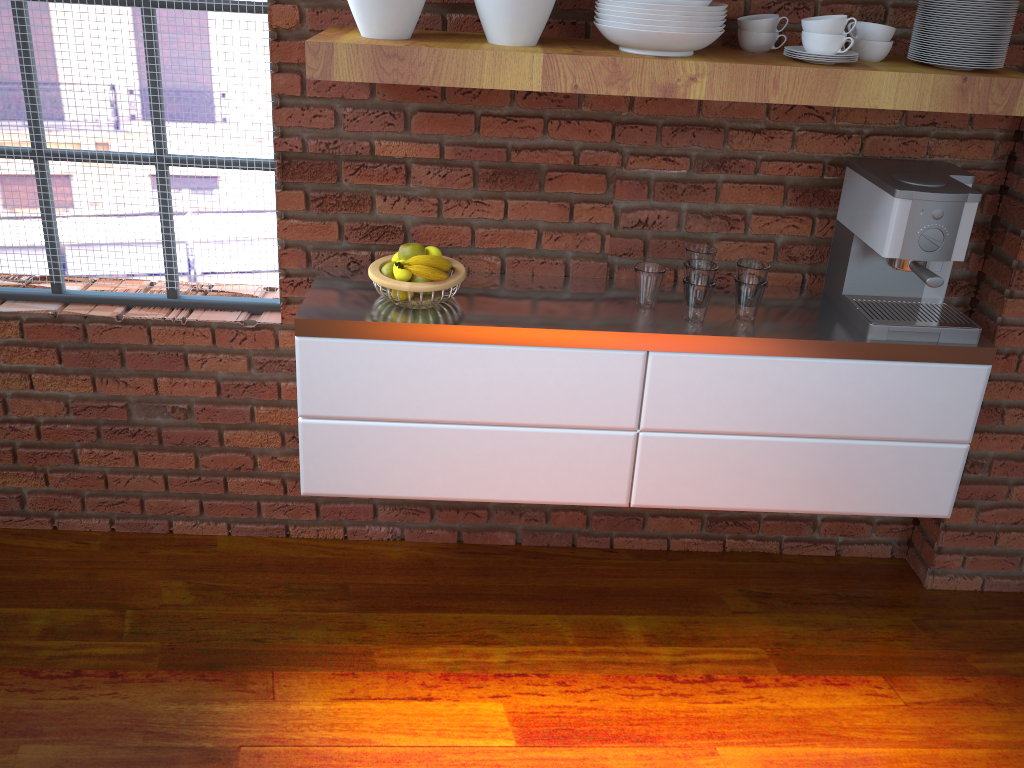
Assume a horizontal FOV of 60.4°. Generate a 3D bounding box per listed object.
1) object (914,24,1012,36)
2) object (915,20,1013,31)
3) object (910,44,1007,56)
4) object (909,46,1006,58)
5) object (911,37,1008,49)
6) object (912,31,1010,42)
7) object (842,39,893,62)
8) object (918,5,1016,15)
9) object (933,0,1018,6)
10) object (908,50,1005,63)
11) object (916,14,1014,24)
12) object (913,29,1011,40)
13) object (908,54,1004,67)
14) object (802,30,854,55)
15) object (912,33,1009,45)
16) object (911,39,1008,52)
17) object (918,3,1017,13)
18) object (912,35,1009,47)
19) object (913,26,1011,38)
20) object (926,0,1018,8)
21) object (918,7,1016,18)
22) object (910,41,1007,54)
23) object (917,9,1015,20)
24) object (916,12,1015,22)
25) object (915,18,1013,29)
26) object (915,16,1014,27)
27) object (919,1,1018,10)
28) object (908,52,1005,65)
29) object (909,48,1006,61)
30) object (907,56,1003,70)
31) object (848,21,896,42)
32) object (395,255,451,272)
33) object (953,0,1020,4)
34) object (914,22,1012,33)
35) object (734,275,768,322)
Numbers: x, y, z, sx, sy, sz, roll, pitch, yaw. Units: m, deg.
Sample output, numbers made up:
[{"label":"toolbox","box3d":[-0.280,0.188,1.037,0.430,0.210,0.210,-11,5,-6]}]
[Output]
[{"label":"object","box3d":[0.981,-0.769,1.921,0.195,0.013,0.203,10,28,13]},{"label":"object","box3d":[0.981,-0.777,1.918,0.195,0.013,0.203,10,28,13]},{"label":"object","box3d":[0.978,-0.731,1.936,0.195,0.013,0.203,10,28,13]},{"label":"object","box3d":[0.978,-0.727,1.938,0.195,0.013,0.203,10,28,13]},{"label":"object","box3d":[0.979,-0.744,1.931,0.195,0.013,0.203,10,28,13]},{"label":"object","box3d":[0.980,-0.756,1.926,0.195,0.013,0.203,10,28,13]},{"label":"object","box3d":[0.804,-0.755,1.987,0.100,0.045,0.095,19,30,29]},{"label":"object","box3d":[0.983,-0.806,1.907,0.195,0.013,0.203,10,28,13]},{"label":"object","box3d":[0.984,-0.822,1.900,0.195,0.013,0.203,10,28,13]},{"label":"object","box3d":[0.978,-0.719,1.941,0.195,0.013,0.203,10,28,13]},{"label":"object","box3d":[0.982,-0.789,1.913,0.195,0.013,0.203,10,28,13]},{"label":"object","box3d":[0.980,-0.761,1.925,0.195,0.013,0.203,10,28,13]},{"label":"object","box3d":[0.977,-0.711,1.945,0.195,0.013,0.203,10,28,13]},{"label":"object","box3d":[0.667,-0.730,1.887,0.092,0.045,0.103,0,26,-7]},{"label":"object","box3d":[0.980,-0.753,1.928,0.195,0.013,0.203,10,28,13]},{"label":"object","box3d":[0.979,-0.740,1.933,0.195,0.013,0.203,10,28,13]},{"label":"object","box3d":[0.983,-0.810,1.905,0.195,0.013,0.203,10,28,13]},{"label":"object","box3d":[0.979,-0.748,1.930,0.195,0.013,0.203,10,28,13]},{"label":"object","box3d":[0.980,-0.765,1.923,0.195,0.013,0.203,10,28,13]},{"label":"object","box3d":[0.984,-0.818,1.902,0.195,0.013,0.203,10,28,13]},{"label":"object","box3d":[0.983,-0.801,1.908,0.195,0.013,0.203,10,28,13]},{"label":"object","box3d":[0.979,-0.736,1.935,0.195,0.013,0.203,10,28,13]},{"label":"object","box3d":[0.982,-0.797,1.910,0.195,0.013,0.203,10,28,13]},{"label":"object","box3d":[0.982,-0.793,1.912,0.195,0.013,0.203,10,28,13]},{"label":"object","box3d":[0.981,-0.781,1.917,0.195,0.013,0.203,10,28,13]},{"label":"object","box3d":[0.982,-0.785,1.915,0.195,0.013,0.203,10,28,13]},{"label":"object","box3d":[0.983,-0.814,1.903,0.195,0.013,0.203,10,28,13]},{"label":"object","box3d":[0.977,-0.715,1.943,0.195,0.013,0.203,10,28,13]},{"label":"object","box3d":[0.978,-0.723,1.940,0.195,0.013,0.203,10,28,13]},{"label":"object","box3d":[0.977,-0.707,1.946,0.195,0.013,0.203,10,28,13]},{"label":"object","box3d":[0.807,-0.786,1.980,0.101,0.056,0.095,13,27,19]},{"label":"object","box3d":[-0.192,-0.278,2.090,0.067,0.081,0.189,19,30,31]},{"label":"object","box3d":[0.984,-0.826,1.898,0.195,0.013,0.203,10,28,13]},{"label":"object","box3d":[0.981,-0.772,1.920,0.195,0.013,0.203,10,28,13]},{"label":"object","box3d":[0.565,-0.204,2.106,0.078,0.099,0.081,7,24,9]}]
